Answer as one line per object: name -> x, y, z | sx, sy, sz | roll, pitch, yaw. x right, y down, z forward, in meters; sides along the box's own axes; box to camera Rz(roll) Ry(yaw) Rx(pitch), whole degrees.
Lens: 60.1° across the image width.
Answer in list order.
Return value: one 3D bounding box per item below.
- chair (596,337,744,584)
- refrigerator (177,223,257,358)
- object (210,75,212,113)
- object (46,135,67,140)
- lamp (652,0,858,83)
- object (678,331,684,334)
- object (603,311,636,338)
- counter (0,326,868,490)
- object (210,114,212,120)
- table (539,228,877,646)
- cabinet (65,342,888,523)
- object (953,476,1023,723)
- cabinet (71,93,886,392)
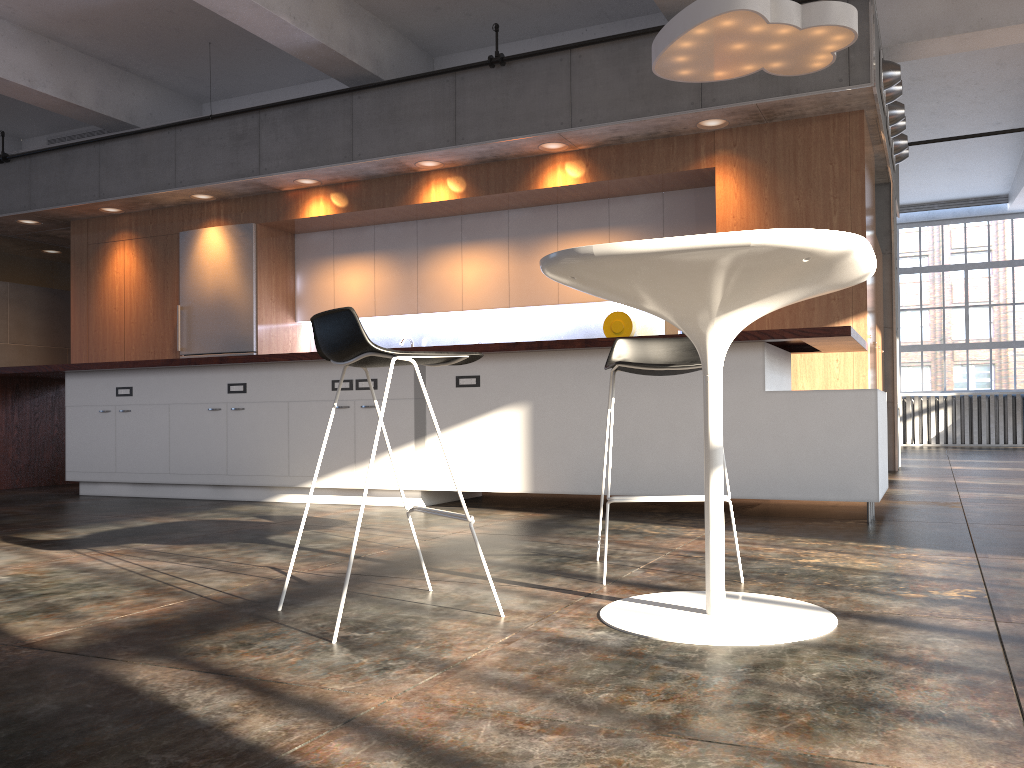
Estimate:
chair -> 0.527, 0.270, 3.086 | 0.463, 0.895, 0.506 | -1, -1, 2
refrigerator -> -2.878, -0.441, 8.759 | 0.942, 2.190, 0.223 | -1, -1, 21
object -> -0.243, -0.282, 7.999 | 0.052, 0.053, 0.062 | 0, -2, -27
object -> -2.864, -1.559, 9.288 | 5.858, 2.866, 0.059 | -2, -1, 25
lamp -> 1.411, -1.997, 5.209 | 1.094, 0.130, 0.995 | 0, -2, -19
object -> 1.420, -0.338, 7.058 | 0.193, 0.170, 0.188 | 0, -2, -17
object -> 0.906, -0.418, 7.435 | 0.270, 0.381, 0.101 | -1, -1, 24
counter -> -1.116, 0.306, 6.083 | 6.552, 0.971, 1.160 | -2, -2, 24
object -> -0.188, -0.278, 8.014 | 0.061, 0.053, 0.053 | -2, -2, 32
table -> 0.543, 0.154, 2.386 | 0.816, 0.951, 0.842 | -1, -2, 25
cabinet -> -0.570, 0.320, 5.828 | 5.560, 0.930, 0.937 | -2, -2, 24
object -> -3.418, 1.038, 8.152 | 26.777, 0.001, 20.064 | -2, -2, 24
cabinet -> -0.598, -0.554, 9.015 | 7.980, 2.561, 2.418 | -2, -2, 24
